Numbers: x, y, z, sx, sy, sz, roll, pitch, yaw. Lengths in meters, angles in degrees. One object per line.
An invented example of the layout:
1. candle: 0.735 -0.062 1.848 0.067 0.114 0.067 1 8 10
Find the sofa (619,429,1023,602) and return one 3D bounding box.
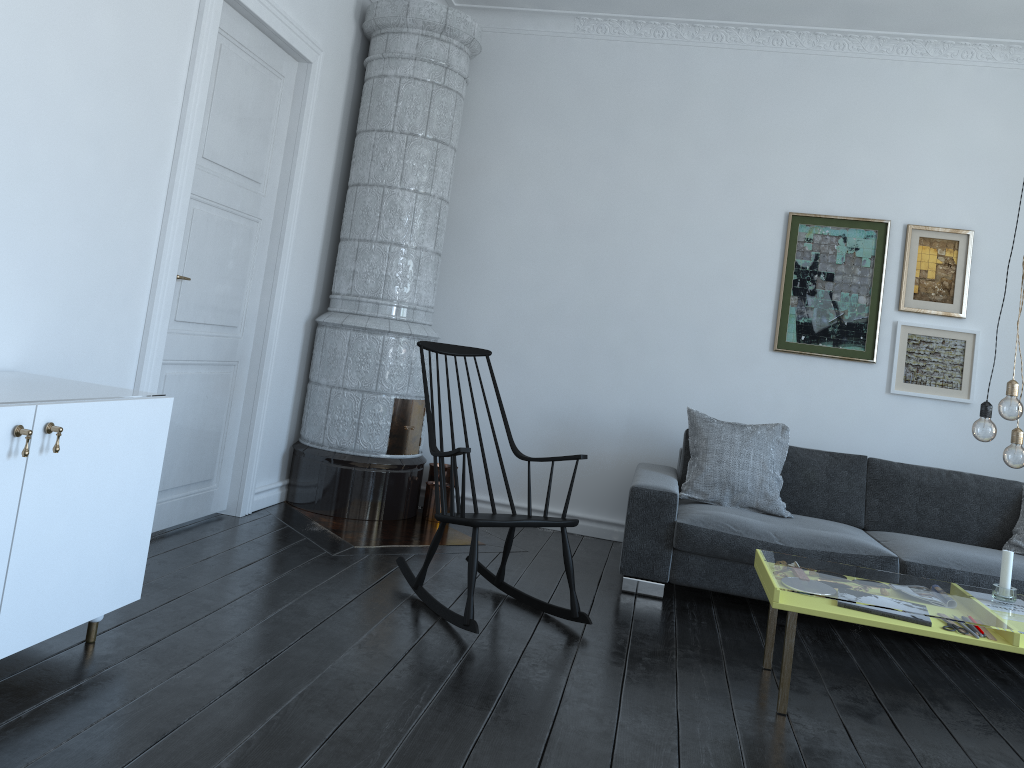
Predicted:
1. sofa: 1.763 0.740 4.274 2.379 0.729 1.077 8 0 11

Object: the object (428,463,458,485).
1. object: -0.425 0.624 5.211 0.173 0.283 0.174 7 -3 10

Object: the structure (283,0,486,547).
1. structure: -0.585 -0.711 4.992 0.770 2.914 1.273 11 -4 -35

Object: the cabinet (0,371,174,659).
1. cabinet: -1.440 0.376 2.141 0.591 0.740 1.193 8 0 10

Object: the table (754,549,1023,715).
1. table: 1.526 0.927 2.892 1.404 0.402 0.597 8 0 11

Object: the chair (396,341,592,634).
1. chair: -0.101 0.369 3.580 0.606 1.013 0.909 10 -2 -35

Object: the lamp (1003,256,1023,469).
1. lamp: 1.757 -0.466 2.959 0.075 1.509 0.088 5 -5 34

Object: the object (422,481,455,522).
1. object: -0.422 0.673 5.025 0.174 0.201 0.171 8 -2 0

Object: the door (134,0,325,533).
1. door: -1.329 -0.566 4.069 0.116 2.495 1.158 7 -3 10

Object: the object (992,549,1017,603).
1. object: 1.701 0.657 3.032 0.075 0.175 0.074 4 -5 45

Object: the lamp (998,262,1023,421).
1. lamp: 1.739 -0.625 2.954 0.073 1.509 0.074 11 -5 -33

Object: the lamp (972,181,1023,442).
1. lamp: 1.666 -0.552 2.971 0.074 1.509 0.086 10 -5 -28

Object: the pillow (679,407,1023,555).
1. pillow: 1.878 0.512 4.385 2.062 0.496 0.474 8 -1 15
